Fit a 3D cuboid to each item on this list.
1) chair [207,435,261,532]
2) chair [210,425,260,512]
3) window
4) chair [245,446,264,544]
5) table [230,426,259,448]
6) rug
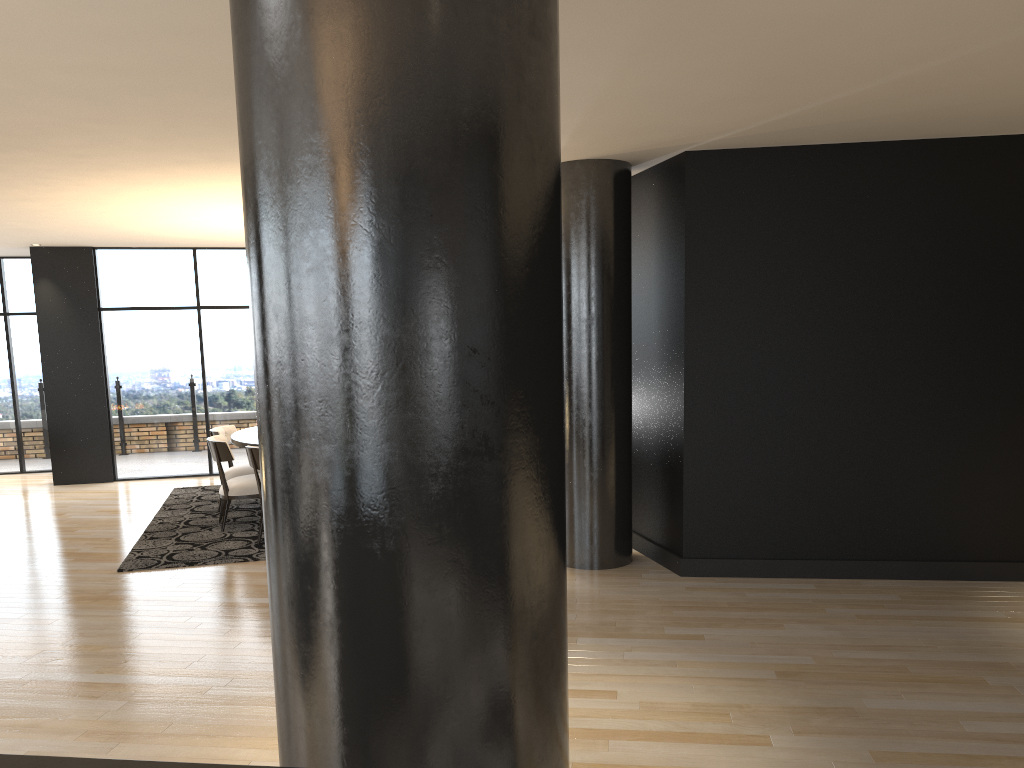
[{"bbox_3d":[-2.329,0.858,7.755,0.615,0.816,0.637,-4,7,-21],"label":"chair"},{"bbox_3d":[-2.578,0.819,8.575,0.616,0.816,0.635,-2,6,-4],"label":"chair"},{"bbox_3d":[-4.483,-0.876,3.467,10.122,4.838,15.737,-2,4,-5],"label":"window"},{"bbox_3d":[-1.768,0.877,7.174,0.642,0.816,0.609,0,7,14],"label":"chair"},{"bbox_3d":[-2.002,0.837,8.341,1.208,0.777,2.087,-2,4,-13],"label":"table"},{"bbox_3d":[-1.995,1.214,8.460,2.713,0.011,3.689,-2,3,-15],"label":"rug"}]
